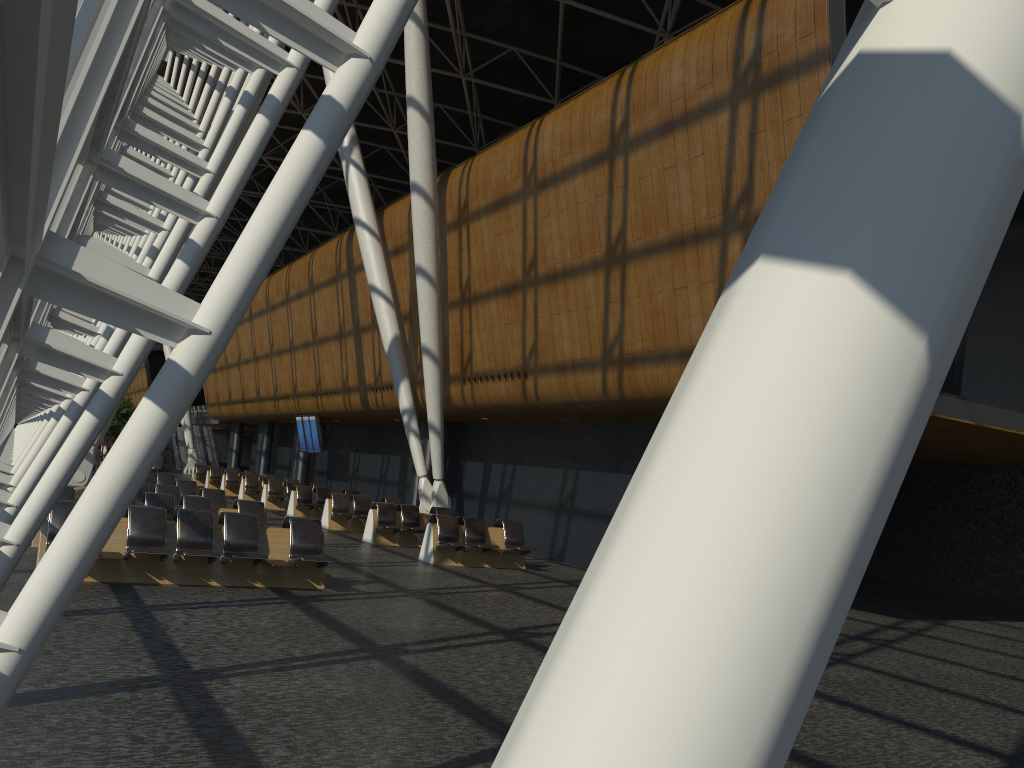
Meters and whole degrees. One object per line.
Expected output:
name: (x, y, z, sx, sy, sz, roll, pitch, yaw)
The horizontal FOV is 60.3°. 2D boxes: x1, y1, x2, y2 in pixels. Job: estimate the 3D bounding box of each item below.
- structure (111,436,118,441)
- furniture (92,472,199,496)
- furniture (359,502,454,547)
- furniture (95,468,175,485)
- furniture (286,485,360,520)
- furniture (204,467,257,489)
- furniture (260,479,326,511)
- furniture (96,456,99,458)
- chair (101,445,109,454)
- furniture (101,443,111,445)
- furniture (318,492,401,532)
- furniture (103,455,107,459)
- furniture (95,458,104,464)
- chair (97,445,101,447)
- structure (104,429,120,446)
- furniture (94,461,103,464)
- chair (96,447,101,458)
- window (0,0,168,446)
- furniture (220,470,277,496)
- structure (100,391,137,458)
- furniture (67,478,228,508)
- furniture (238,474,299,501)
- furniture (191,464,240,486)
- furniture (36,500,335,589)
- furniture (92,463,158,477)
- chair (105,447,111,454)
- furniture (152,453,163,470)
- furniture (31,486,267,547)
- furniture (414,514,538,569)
structure: (-29.020, 4.113, 65.591, 1.929, 2.992, 1.894, 6, -2, 18)
furniture: (-8.334, 2.338, 18.573, 3.271, 0.867, 1.657, 9, -6, -29)
furniture: (-2.157, 3.035, 18.916, 1.908, 0.867, 1.657, 9, -6, -29)
furniture: (-9.806, 2.461, 21.182, 3.271, 0.867, 1.657, 9, -6, -29)
furniture: (-5.100, 3.281, 24.135, 1.908, 0.867, 1.657, 9, -6, -29)
furniture: (-10.986, 3.774, 34.572, 1.908, 0.867, 1.657, 9, -6, -29)
furniture: (-6.571, 3.404, 26.744, 1.908, 0.867, 1.657, 9, -6, -29)
furniture: (-15.692, 2.954, 31.620, 3.271, 0.867, 1.657, 9, -6, -29)
chair: (-25.659, 4.435, 56.007, 0.622, 1.009, 0.663, 6, -2, 6)
furniture: (-39.126, 6.130, 84.472, 1.908, 0.867, 1.657, 9, -6, -29)
furniture: (-3.628, 3.158, 21.525, 1.908, 0.867, 1.657, 9, -6, -29)
furniture: (-17.163, 3.077, 34.229, 3.271, 0.867, 1.657, 9, -6, -29)
furniture: (-14.220, 2.830, 29.010, 3.271, 0.867, 1.657, 9, -6, -29)
chair: (-26.463, 4.441, 56.866, 0.660, 1.009, 0.625, 6, -2, 6)
structure: (-26.928, 3.373, 58.871, 2.287, 3.472, 2.216, 7, -2, -17)
furniture: (-12.749, 2.707, 26.401, 3.271, 0.867, 1.657, 9, -6, -29)
chair: (-22.070, 3.774, 46.288, 0.661, 1.009, 0.623, 6, -2, -4)
window: (-36.641, -1.973, 68.394, 3.738, 14.016, 165.901, 6, -5, -29)
furniture: (-9.514, 3.651, 31.963, 1.908, 0.867, 1.657, 9, -6, -29)
structure: (-22.436, 2.177, 48.248, 3.113, 4.529, 5.782, 8, -4, -37)
furniture: (-6.863, 2.214, 15.963, 3.271, 0.867, 1.657, 9, -6, -29)
furniture: (-8.043, 3.527, 29.353, 1.908, 0.867, 1.657, 9, -6, -29)
furniture: (-12.457, 3.897, 37.182, 1.908, 0.867, 1.657, 9, -6, -29)
furniture: (-3.920, 1.968, 10.744, 3.271, 0.867, 1.657, 9, -6, -29)
furniture: (-11.277, 2.584, 23.791, 3.271, 0.867, 1.657, 9, -6, -29)
chair: (-22.787, 4.133, 50.347, 0.660, 1.009, 0.625, 6, -2, 6)
furniture: (-19.777, 4.270, 48.626, 0.891, 1.005, 2.831, 7, -5, -17)
furniture: (-5.391, 2.091, 13.354, 3.271, 0.867, 1.657, 9, -6, -29)
furniture: (-0.685, 2.911, 16.306, 1.908, 0.867, 1.657, 9, -6, -29)
